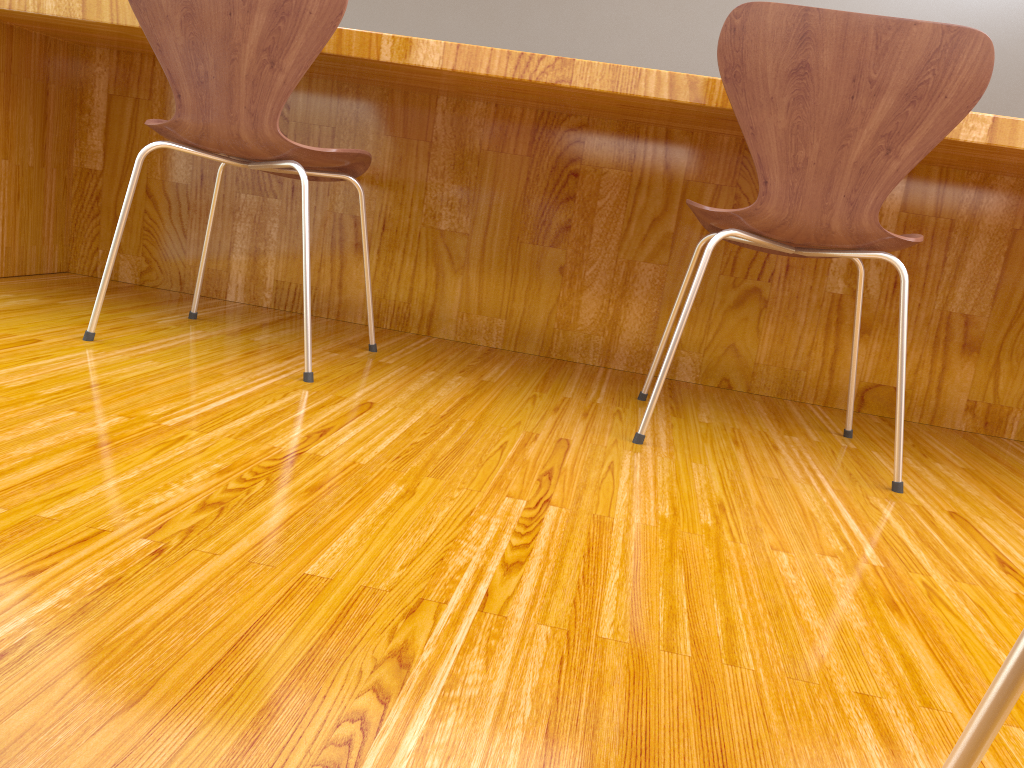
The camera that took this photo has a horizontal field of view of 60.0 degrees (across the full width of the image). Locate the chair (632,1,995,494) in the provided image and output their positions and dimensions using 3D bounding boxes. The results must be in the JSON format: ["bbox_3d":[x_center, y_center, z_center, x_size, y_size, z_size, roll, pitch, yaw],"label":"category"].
[{"bbox_3d":[0.482,-0.229,1.517,0.428,0.693,0.381,10,12,7],"label":"chair"}]

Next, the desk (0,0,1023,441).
[{"bbox_3d":[0.460,-0.540,2.143,3.216,1.022,1.248,10,12,7],"label":"desk"}]

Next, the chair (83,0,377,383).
[{"bbox_3d":[-0.466,-0.401,1.638,0.428,0.693,0.381,10,12,7],"label":"chair"}]

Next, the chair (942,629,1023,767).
[{"bbox_3d":[0.403,0.030,0.196,0.428,0.693,0.381,10,12,7],"label":"chair"}]
